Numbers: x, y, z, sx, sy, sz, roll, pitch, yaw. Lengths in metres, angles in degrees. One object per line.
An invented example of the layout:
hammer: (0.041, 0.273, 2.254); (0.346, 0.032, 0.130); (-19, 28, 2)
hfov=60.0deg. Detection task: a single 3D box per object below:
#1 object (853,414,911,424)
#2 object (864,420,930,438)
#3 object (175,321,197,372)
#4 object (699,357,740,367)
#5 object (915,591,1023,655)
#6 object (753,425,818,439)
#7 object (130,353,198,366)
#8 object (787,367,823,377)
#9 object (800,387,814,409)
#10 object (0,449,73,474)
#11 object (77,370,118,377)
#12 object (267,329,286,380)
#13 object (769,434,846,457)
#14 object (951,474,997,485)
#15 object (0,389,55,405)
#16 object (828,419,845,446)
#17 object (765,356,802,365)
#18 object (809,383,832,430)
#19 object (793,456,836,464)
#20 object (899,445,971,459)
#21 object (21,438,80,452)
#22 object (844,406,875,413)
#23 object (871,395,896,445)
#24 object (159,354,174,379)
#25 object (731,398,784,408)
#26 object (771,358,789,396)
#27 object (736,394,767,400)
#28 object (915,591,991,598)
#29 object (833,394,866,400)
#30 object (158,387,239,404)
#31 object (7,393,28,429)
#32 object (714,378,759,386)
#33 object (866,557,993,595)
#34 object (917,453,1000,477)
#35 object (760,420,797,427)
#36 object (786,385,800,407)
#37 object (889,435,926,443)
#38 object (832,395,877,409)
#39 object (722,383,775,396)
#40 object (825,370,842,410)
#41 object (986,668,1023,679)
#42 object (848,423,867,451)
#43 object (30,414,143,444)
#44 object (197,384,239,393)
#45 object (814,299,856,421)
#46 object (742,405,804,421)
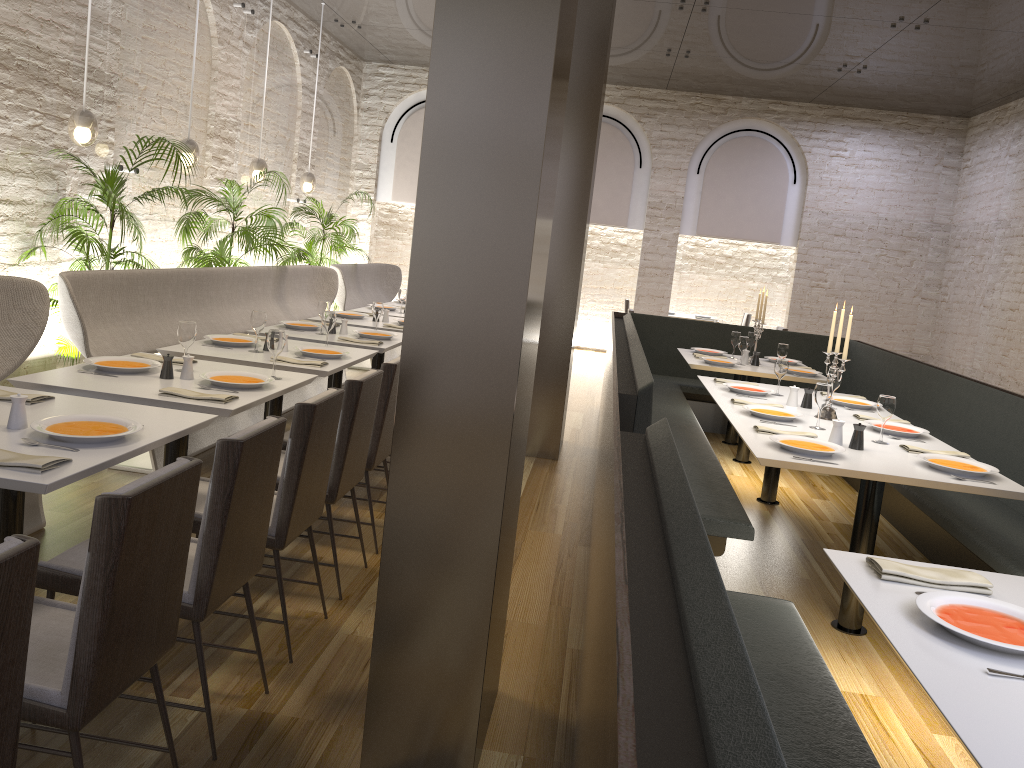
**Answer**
object: (2.072, 0.202, 4.973); (0.273, 0.033, 0.143); (7, 9, 6)
object: (2.008, 0.240, 4.635); (0.322, 0.036, 0.322); (11, 10, 25)
object: (-1.508, -0.174, 4.100); (0.086, 0.230, 0.087); (0, 9, -42)
object: (1.640, -0.171, 7.015); (0.321, 0.036, 0.324); (4, 9, -18)
object: (1.079, 0.546, 1.993); (0.322, 0.036, 0.322); (11, 10, 25)
object: (1.301, 0.231, 4.226); (0.273, 0.033, 0.143); (7, 9, 6)
object: (-1.692, -0.120, 4.314); (0.273, 0.033, 0.143); (7, 9, 6)
object: (2.267, -0.091, 6.950); (0.321, 0.036, 0.324); (4, 9, -18)
object: (1.726, 0.082, 5.173); (0.069, 0.126, 0.069); (6, 7, -1)
object: (-1.384, 0.205, 2.447); (0.273, 0.033, 0.143); (7, 9, 6)
object: (-1.773, -0.046, 3.797); (0.185, 0.010, 0.017); (7, 8, 6)
object: (-1.113, -0.139, 4.165); (0.086, 0.230, 0.087); (0, 9, -42)
object: (1.290, 0.276, 3.882); (0.321, 0.036, 0.323); (7, 9, 3)
object: (1.891, 0.391, 3.628); (0.181, 0.015, 0.038); (8, 9, 7)
object: (-1.818, 0.040, 3.193); (0.273, 0.033, 0.143); (7, 9, 6)
object: (1.508, 0.222, 4.111); (0.069, 0.126, 0.069); (10, 8, 28)
object: (2.350, -0.196, 7.688); (0.321, 0.036, 0.323); (0, 11, -36)
object: (1.562, 0.113, 4.483); (0.086, 0.230, 0.087); (7, 7, 6)
object: (1.257, 0.316, 3.669); (0.185, 0.010, 0.017); (7, 8, 6)
object: (1.981, 0.318, 4.158); (0.273, 0.033, 0.143); (7, 9, 6)
object: (-1.368, 0.180, 2.622); (0.181, 0.015, 0.038); (8, 9, 7)
object: (2.077, 0.154, 5.293); (0.181, 0.015, 0.038); (8, 9, 7)
object: (1.795, 0.172, 4.274); (0.086, 0.230, 0.087); (0, 9, -42)
object: (-1.509, -0.079, 3.881); (0.059, 0.109, 0.059); (8, 7, 14)
object: (1.392, 0.115, 5.040); (0.273, 0.033, 0.143); (7, 9, 6)
object: (1.684, -0.042, 5.571); (0.086, 0.230, 0.087); (9, 7, 17)
object: (1.443, 0.078, 5.333); (0.185, 0.010, 0.017); (7, 8, 6)
object: (1.093, 0.524, 2.195); (0.181, 0.015, 0.038); (8, 9, 7)
object: (2.167, 0.081, 5.823); (0.273, 0.033, 0.143); (7, 9, 6)
object: (-1.258, 0.045, 3.567); (0.273, 0.033, 0.143); (7, 9, 6)
object: (-1.560, 0.083, 2.799); (0.059, 0.109, 0.060); (6, 7, -3)
object: (1.487, -0.007, 5.890); (0.273, 0.033, 0.143); (7, 9, 6)
object: (1.089, 0.496, 2.324); (0.273, 0.033, 0.143); (7, 9, 6)
object: (1.917, 0.357, 3.817); (0.321, 0.036, 0.324); (4, 9, -18)
object: (1.348, 0.200, 4.483); (0.185, 0.010, 0.017); (7, 8, 6)
object: (1.646, 0.071, 5.184); (0.069, 0.126, 0.069); (6, 7, -1)
object: (1.982, 0.275, 4.443); (0.181, 0.015, 0.038); (8, 9, 7)
object: (2.102, 0.120, 5.476); (0.322, 0.036, 0.323); (7, 9, 1)
object: (1.476, 0.039, 5.541); (0.322, 0.036, 0.323); (7, 9, 1)
object: (1.905, 0.031, 5.261); (0.086, 0.230, 0.087); (9, 7, 17)
object: (1.044, 0.588, 1.768); (0.185, 0.010, 0.017); (7, 8, 6)
object: (1.583, 0.240, 4.054); (0.069, 0.126, 0.069); (12, 9, 37)
object: (-1.342, 0.147, 2.802); (0.321, 0.036, 0.323); (4, 9, -16)
object: (-1.242, 0.020, 3.742); (0.181, 0.015, 0.038); (8, 9, 7)
object: (1.760, -0.133, 4.819); (0.132, 0.654, 0.391); (8, 7, 16)
object: (1.382, 0.159, 4.699); (0.322, 0.036, 0.322); (11, 10, 25)
